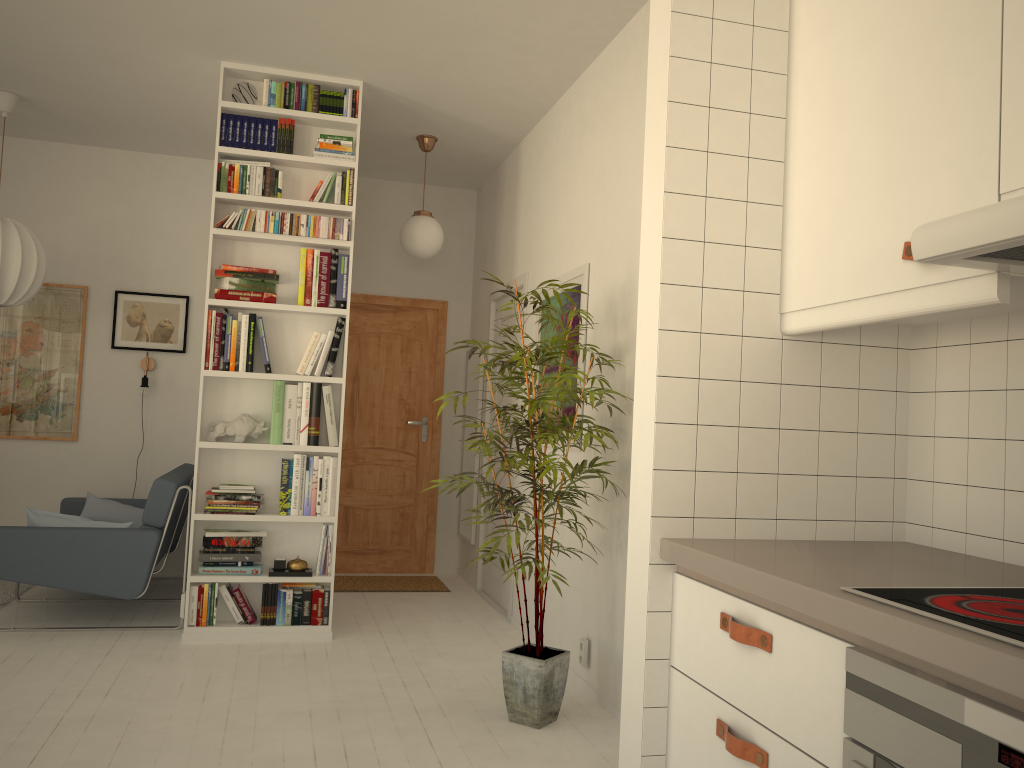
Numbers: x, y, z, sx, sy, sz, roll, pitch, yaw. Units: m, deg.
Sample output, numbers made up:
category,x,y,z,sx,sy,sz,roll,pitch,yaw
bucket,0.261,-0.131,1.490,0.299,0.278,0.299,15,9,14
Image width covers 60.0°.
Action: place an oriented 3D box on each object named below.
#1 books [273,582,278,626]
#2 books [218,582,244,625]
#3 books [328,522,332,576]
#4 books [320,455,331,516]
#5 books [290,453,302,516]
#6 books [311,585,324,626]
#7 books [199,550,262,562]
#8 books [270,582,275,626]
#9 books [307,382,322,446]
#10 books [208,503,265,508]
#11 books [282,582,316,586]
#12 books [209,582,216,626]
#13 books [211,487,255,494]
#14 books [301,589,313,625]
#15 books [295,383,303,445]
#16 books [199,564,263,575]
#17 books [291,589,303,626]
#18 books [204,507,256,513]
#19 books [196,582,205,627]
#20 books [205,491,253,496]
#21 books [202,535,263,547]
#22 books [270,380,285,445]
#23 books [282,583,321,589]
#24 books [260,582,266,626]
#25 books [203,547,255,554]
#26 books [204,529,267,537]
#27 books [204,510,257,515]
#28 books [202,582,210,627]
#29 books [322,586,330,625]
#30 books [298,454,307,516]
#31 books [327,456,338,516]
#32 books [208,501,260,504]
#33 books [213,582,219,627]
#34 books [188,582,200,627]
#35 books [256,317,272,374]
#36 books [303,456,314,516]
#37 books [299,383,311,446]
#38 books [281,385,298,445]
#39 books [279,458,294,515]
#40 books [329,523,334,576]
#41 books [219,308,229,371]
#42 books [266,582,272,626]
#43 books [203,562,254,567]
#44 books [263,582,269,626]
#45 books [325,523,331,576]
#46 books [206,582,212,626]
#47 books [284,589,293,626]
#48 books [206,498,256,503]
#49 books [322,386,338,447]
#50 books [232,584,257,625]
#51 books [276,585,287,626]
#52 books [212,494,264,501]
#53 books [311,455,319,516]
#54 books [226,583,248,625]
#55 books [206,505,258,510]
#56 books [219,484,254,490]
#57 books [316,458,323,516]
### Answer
category,x,y,z,sx,sy,sz,roll,pitch,yaw
books,-1.216,1.111,4.559,0.015,0.214,0.202,4,-3,-15
books,-1.421,1.106,4.496,0.135,0.200,0.134,3,-3,-15
books,-0.955,0.856,4.628,0.007,0.257,0.181,4,-3,-15
books,-0.976,0.528,4.626,0.037,0.308,0.161,4,-3,-15
books,-1.127,0.517,4.619,0.037,0.312,0.241,4,-3,-15
books,-1.015,1.141,4.607,0.056,0.180,0.202,3,-3,-15
books,-1.433,0.871,4.507,0.297,0.039,0.165,4,-3,-20
books,-1.229,1.110,4.550,0.015,0.214,0.202,4,-3,-15
books,-1.037,0.158,4.644,0.056,0.328,0.202,4,-3,-15
books,-1.401,0.615,4.544,0.255,0.014,0.197,3,-2,-5
books,-1.099,1.031,4.570,0.165,0.006,0.103,3,-2,-15
books,-1.509,1.095,4.486,0.021,0.215,0.174,4,-3,-15
books,-1.421,0.541,4.527,0.212,0.017,0.165,4,-3,-17
books,-1.071,1.143,4.613,0.050,0.170,0.221,3,-3,-15
books,-1.119,0.157,4.642,0.023,0.321,0.235,4,-3,-15
books,-1.425,0.938,4.522,0.297,0.039,0.204,3,-2,-10
books,-1.115,1.143,4.587,0.048,0.163,0.209,3,-3,-15
books,-1.429,0.636,4.500,0.246,0.014,0.173,3,-3,-16
books,-1.562,1.097,4.462,0.026,0.206,0.187,4,-3,-15
books,-1.433,0.553,4.514,0.221,0.010,0.169,3,-2,-12
books,-1.418,0.793,4.515,0.285,0.047,0.185,3,-3,-15
books,-1.215,0.148,4.594,0.056,0.328,0.228,4,-3,-15
books,-1.091,1.041,4.590,0.193,0.012,0.130,3,-2,-15
books,-1.272,1.107,4.537,0.015,0.214,0.202,4,-3,-15
books,-1.437,0.835,4.507,0.247,0.039,0.143,4,-3,-18
books,-1.416,0.756,4.532,0.297,0.024,0.162,4,-3,-24
books,-1.424,0.648,4.504,0.247,0.009,0.170,3,-2,-12
books,-1.537,1.096,4.464,0.020,0.211,0.184,4,-3,-15
books,-0.977,1.145,4.636,0.032,0.176,0.230,3,-3,-15
books,-1.096,0.519,4.630,0.027,0.311,0.228,4,-3,-15
books,-0.949,0.532,4.665,0.039,0.303,0.229,4,-3,-15
books,-1.415,0.601,4.521,0.250,0.008,0.135,4,-3,-18
books,-1.490,1.096,4.476,0.010,0.215,0.193,4,-3,-15
books,-1.595,1.100,4.457,0.039,0.199,0.185,3,-3,-15
books,-1.282,-0.194,4.588,0.093,0.288,0.200,3,-3,-15
books,-1.056,0.527,4.598,0.035,0.304,0.150,4,-3,-15
books,-1.084,0.158,4.637,0.037,0.324,0.240,4,-3,-15
books,-1.157,0.162,4.612,0.065,0.311,0.199,3,-3,-15
books,-1.170,0.528,4.596,0.057,0.284,0.200,3,-3,-15
books,-0.944,0.857,4.622,0.011,0.256,0.139,4,-3,-15
books,-1.474,-0.220,4.540,0.021,0.317,0.179,4,-3,-15
books,-1.241,1.109,4.539,0.015,0.214,0.202,4,-3,-15
books,-1.446,0.902,4.518,0.241,0.024,0.168,4,-3,-20
books,-1.259,1.108,4.548,0.015,0.214,0.202,4,-3,-15
books,-0.965,0.856,4.638,0.008,0.256,0.184,4,-3,-15
books,-1.525,1.098,4.481,0.012,0.206,0.193,4,-3,-15
books,-1.154,1.134,4.577,0.032,0.176,0.222,3,-3,-15
books,-1.426,0.590,4.500,0.238,0.012,0.120,4,-3,-20
books,-0.963,0.169,4.670,0.099,0.316,0.228,3,-3,-15
books,-1.361,1.116,4.511,0.131,0.188,0.136,3,-3,-15
books,-1.190,1.131,4.573,0.044,0.179,0.224,3,-3,-15
books,-1.394,0.574,4.531,0.235,0.025,0.163,3,-2,-8
books,-1.035,0.525,4.636,0.025,0.306,0.213,4,-3,-15
books,-1.390,1.111,4.497,0.118,0.192,0.118,3,-3,-15
books,-1.419,0.624,4.512,0.248,0.009,0.171,3,-2,-12
books,-1.404,0.523,4.510,0.166,0.019,0.127,4,-3,-21
books,-1.009,0.533,4.628,0.022,0.291,0.208,4,-3,-15
